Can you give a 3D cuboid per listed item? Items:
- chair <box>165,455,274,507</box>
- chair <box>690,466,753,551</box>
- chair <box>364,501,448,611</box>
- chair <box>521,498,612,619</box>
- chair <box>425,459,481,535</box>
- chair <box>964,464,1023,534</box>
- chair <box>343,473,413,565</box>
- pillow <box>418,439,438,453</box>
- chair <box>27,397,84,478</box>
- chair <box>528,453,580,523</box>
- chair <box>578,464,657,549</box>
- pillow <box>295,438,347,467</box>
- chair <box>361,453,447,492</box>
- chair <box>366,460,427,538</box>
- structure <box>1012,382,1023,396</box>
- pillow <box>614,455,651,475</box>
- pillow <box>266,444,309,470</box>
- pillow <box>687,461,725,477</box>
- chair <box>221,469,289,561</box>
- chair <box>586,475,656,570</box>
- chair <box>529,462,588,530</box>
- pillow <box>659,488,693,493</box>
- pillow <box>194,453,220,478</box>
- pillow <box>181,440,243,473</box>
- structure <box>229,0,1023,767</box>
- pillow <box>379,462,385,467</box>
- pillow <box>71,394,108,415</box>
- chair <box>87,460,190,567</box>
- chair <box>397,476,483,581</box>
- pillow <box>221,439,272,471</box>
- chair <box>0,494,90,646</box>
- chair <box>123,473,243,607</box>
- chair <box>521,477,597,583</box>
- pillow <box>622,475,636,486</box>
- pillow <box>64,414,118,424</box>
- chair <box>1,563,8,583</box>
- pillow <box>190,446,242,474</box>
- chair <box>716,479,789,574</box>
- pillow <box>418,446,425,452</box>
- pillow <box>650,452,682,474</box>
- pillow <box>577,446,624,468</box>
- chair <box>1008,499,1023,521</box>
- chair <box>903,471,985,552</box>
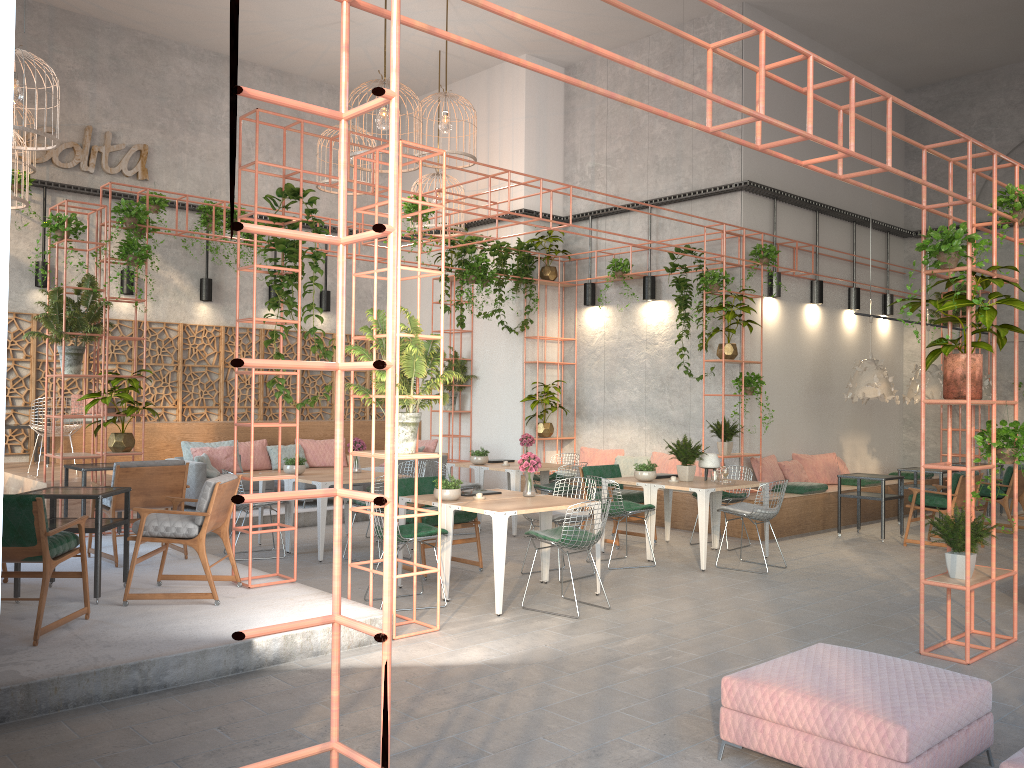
[{"bbox_3d":[-3.983,1.300,12.073,1.127,0.586,1.056,1,-1,-42],"label":"chair"},{"bbox_3d":[2.511,1.465,10.619,0.717,0.941,0.565,1,-1,-41],"label":"chair"},{"bbox_3d":[-0.895,1.377,7.469,0.717,0.941,0.565,1,-1,-26],"label":"chair"},{"bbox_3d":[0.465,1.391,7.363,0.717,0.941,0.565,0,-1,44],"label":"chair"},{"bbox_3d":[-0.759,1.438,11.443,0.717,0.941,0.565,1,-1,-26],"label":"chair"},{"bbox_3d":[6.553,1.544,11.949,0.722,0.930,0.685,1,-1,-42],"label":"chair"},{"bbox_3d":[-1.417,1.401,9.492,0.717,0.941,0.565,0,-1,44],"label":"chair"},{"bbox_3d":[-1.501,1.087,13.936,0.273,0.476,0.836,1,-1,-42],"label":"pillow"},{"bbox_3d":[-5.444,0.622,10.571,0.565,0.941,0.717,1,-1,-34],"label":"chair"},{"bbox_3d":[0.606,1.473,12.702,0.717,0.941,0.565,1,-1,-41],"label":"chair"},{"bbox_3d":[1.265,1.456,10.728,0.722,0.917,0.685,1,-1,-42],"label":"chair"},{"bbox_3d":[-3.128,1.126,14.523,0.839,0.474,0.276,1,-1,-22],"label":"pillow"},{"bbox_3d":[-1.734,1.392,13.579,1.052,0.672,1.127,1,-1,-42],"label":"chair"},{"bbox_3d":[-1.412,1.421,10.856,0.717,0.941,0.565,1,-1,-41],"label":"chair"},{"bbox_3d":[8.611,-0.403,14.020,0.950,1.527,0.921,1,-1,-9],"label":"structure"},{"bbox_3d":[1.798,1.287,13.511,0.666,0.385,0.289,0,-1,43],"label":"pillow"},{"bbox_3d":[-3.564,1.160,14.096,0.289,0.385,0.666,0,-1,43],"label":"pillow"},{"bbox_3d":[2.663,1.284,12.565,0.666,0.385,0.289,0,-1,43],"label":"pillow"},{"bbox_3d":[-2.777,1.386,9.597,0.717,0.941,0.565,1,-1,-26],"label":"chair"},{"bbox_3d":[1.146,1.429,9.360,0.717,0.941,0.565,1,-1,-26],"label":"chair"},{"bbox_3d":[0.601,1.452,11.338,0.717,0.941,0.565,0,-1,44],"label":"chair"},{"bbox_3d":[2.411,1.414,12.242,0.491,0.149,0.637,1,-1,-41],"label":"pillow"},{"bbox_3d":[-4.083,1.106,11.935,0.307,0.324,0.499,1,-1,-7],"label":"pillow"},{"bbox_3d":[-4.202,1.030,12.438,0.839,0.474,0.276,1,-1,-42],"label":"pillow"},{"bbox_3d":[5.668,0.092,6.447,14.689,4.247,4.157,1,-1,-42],"label":"structure"},{"bbox_3d":[-1.780,1.148,13.842,0.479,0.317,0.441,0,-1,29],"label":"pillow"},{"bbox_3d":[-6.129,0.302,12.877,0.499,0.324,0.307,1,-1,-27],"label":"pillow"},{"bbox_3d":[-3.492,1.171,8.329,0.722,0.929,0.685,1,-1,-42],"label":"chair"},{"bbox_3d":[-0.778,1.403,8.837,0.722,0.917,0.685,1,-1,-42],"label":"chair"},{"bbox_3d":[-4.073,1.101,13.659,0.276,0.474,0.839,0,-1,38],"label":"pillow"},{"bbox_3d":[-3.226,1.143,5.724,0.722,0.914,0.685,1,-1,-2],"label":"chair"},{"bbox_3d":[-2.492,1.167,6.807,0.685,0.914,0.722,1,-1,-2],"label":"chair"},{"bbox_3d":[0.469,1.412,8.728,0.717,0.941,0.565,1,-1,-41],"label":"chair"},{"bbox_3d":[1.724,1.417,12.993,0.491,0.149,0.637,1,-1,-41],"label":"pillow"},{"bbox_3d":[-6.007,0.505,12.611,0.637,0.149,0.491,1,-1,-41],"label":"pillow"},{"bbox_3d":[-4.400,1.143,6.821,0.685,0.917,0.722,1,-1,-2],"label":"chair"},{"bbox_3d":[-4.111,1.061,12.317,0.666,0.385,0.289,1,-1,-42],"label":"pillow"},{"bbox_3d":[2.507,1.444,9.255,0.717,0.941,0.565,0,-1,44],"label":"chair"},{"bbox_3d":[-1.515,1.126,13.472,0.308,0.349,0.495,1,-1,7],"label":"pillow"},{"bbox_3d":[2.213,1.237,13.026,0.276,0.474,0.839,1,-1,-22],"label":"pillow"},{"bbox_3d":[1.380,1.242,14.000,0.839,0.474,0.276,0,-1,38],"label":"pillow"},{"bbox_3d":[7.832,1.577,13.119,0.722,0.930,0.685,1,-1,-42],"label":"chair"},{"bbox_3d":[5.247,1.510,10.755,0.722,0.929,0.685,1,-1,-42],"label":"chair"}]
